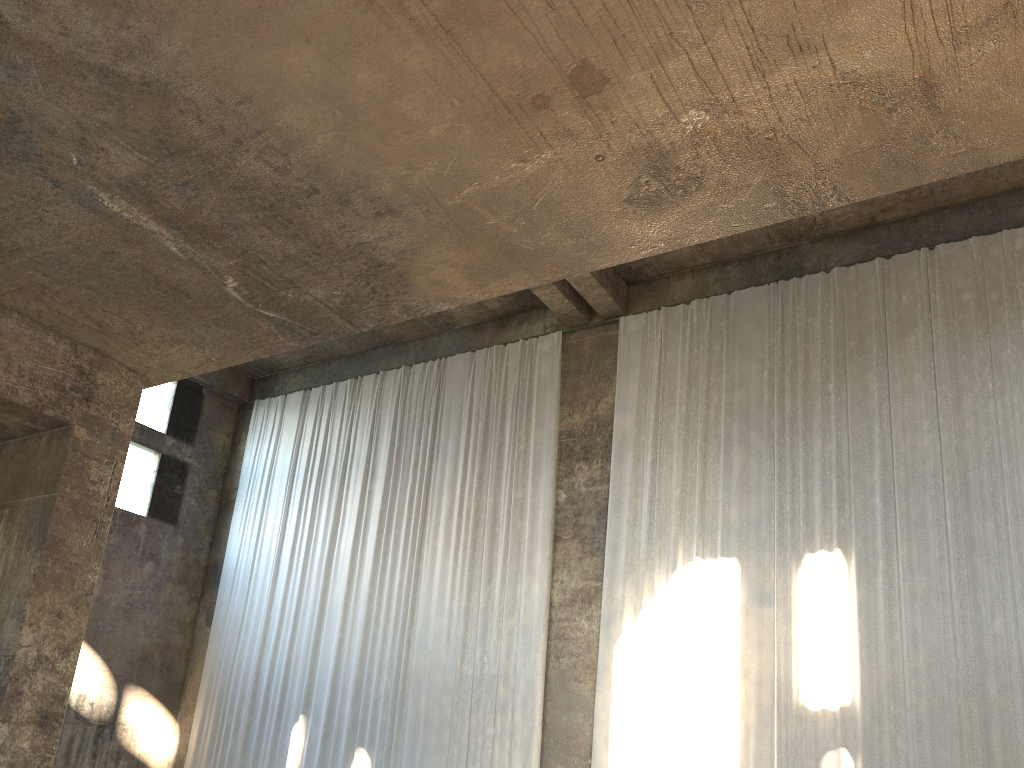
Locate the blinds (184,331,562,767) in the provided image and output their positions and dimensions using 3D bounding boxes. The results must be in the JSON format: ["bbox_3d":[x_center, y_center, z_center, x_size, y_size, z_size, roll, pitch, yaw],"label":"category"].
[{"bbox_3d":[-2.705,3.601,15.795,7.886,8.281,0.284,-9,-23,31],"label":"blinds"}]

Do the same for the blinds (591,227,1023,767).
[{"bbox_3d":[4.630,2.148,11.238,7.896,8.281,0.284,-10,-24,33],"label":"blinds"}]
